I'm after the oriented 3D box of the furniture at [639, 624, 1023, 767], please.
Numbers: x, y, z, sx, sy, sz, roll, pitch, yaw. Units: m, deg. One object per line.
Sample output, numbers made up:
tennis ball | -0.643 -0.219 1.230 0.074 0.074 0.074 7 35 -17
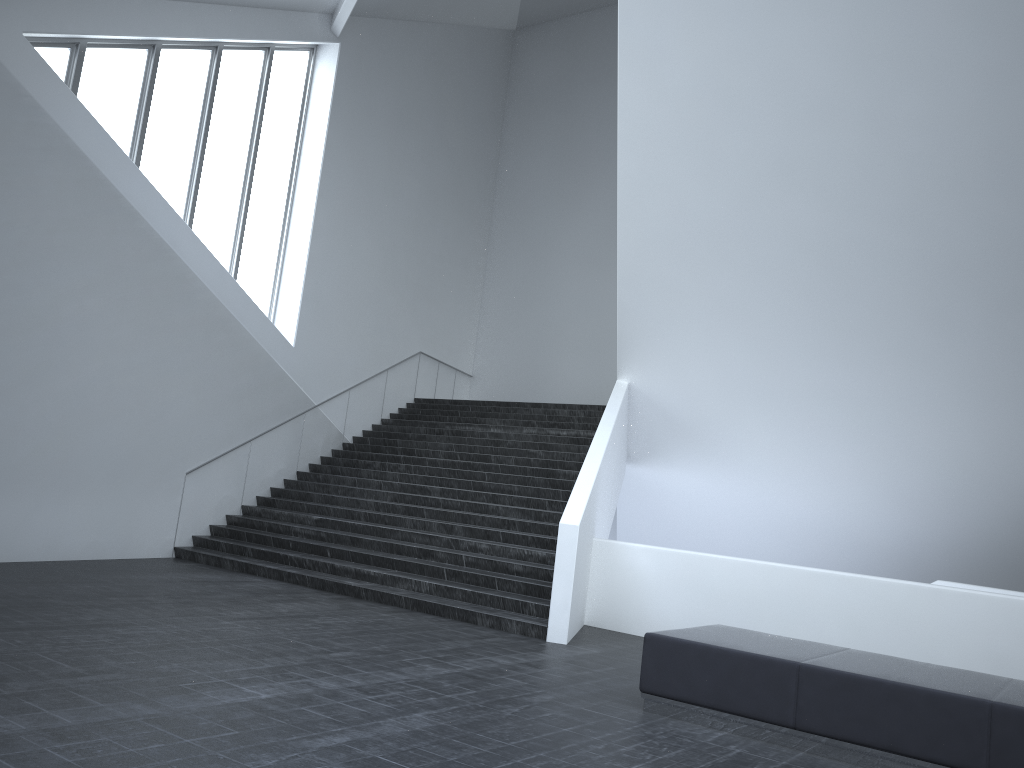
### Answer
furniture | 3.728 2.337 5.578 5.742 0.580 1.488 2 -9 35
